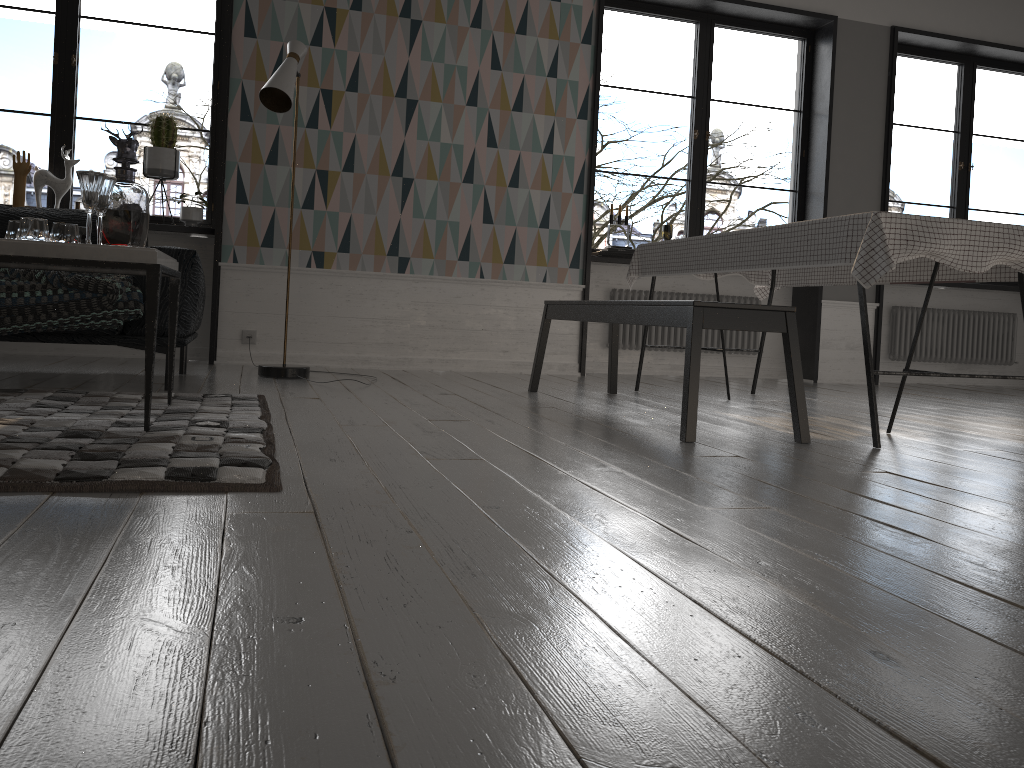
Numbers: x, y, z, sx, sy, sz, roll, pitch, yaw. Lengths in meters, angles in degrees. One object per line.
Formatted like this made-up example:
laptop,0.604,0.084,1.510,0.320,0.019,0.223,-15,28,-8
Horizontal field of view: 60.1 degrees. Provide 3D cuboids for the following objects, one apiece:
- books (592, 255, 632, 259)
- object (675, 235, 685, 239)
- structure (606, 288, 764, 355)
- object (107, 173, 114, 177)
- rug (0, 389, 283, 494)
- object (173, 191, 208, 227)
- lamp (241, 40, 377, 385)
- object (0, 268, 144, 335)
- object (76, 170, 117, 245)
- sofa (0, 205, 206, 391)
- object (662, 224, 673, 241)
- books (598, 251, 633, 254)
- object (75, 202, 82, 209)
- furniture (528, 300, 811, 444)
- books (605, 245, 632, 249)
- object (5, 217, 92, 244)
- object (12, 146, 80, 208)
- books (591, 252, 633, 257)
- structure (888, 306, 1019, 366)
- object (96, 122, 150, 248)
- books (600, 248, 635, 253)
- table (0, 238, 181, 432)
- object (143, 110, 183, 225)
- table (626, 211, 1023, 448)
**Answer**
books,0.678,-0.858,5.996,0.267,0.011,0.162,2,5,-14
object,1.245,-0.933,6.163,0.267,0.192,0.153,2,2,-17
structure,1.250,-0.438,6.321,1.222,0.427,0.149,2,1,-18
object,-2.350,-1.083,5.139,0.234,0.282,0.214,1,3,-43
rug,-1.926,0.091,2.278,2.524,0.034,1.776,2,5,-16
object,-1.867,-1.019,5.149,0.170,0.203,0.247,2,3,-14
lamp,-1.053,-0.903,4.763,0.679,1.700,1.250,3,2,-18
object,-1.853,-0.360,3.566,0.666,0.328,0.492,1,4,-21
object,-1.245,-0.512,2.644,0.082,0.227,0.168,3,2,-5
sofa,-2.515,-0.426,3.673,2.338,0.797,0.973,2,3,-17
object,1.012,-0.971,6.083,0.194,0.256,0.115,3,1,-7
books,0.689,-0.887,6.001,0.216,0.011,0.174,2,5,-11
object,-2.478,-0.988,5.046,0.123,0.099,0.123,3,3,6
furniture,0.550,-0.110,3.683,0.465,0.454,1.675,2,4,-17
books,0.720,-0.922,5.998,0.153,0.017,0.124,2,5,-15
object,-1.412,-0.456,2.740,0.246,0.087,0.280,0,5,-39
object,-2.484,-1.139,5.049,0.662,0.409,0.135,2,1,-15
books,0.679,-0.873,6.003,0.271,0.019,0.184,2,5,-17
structure,3.496,-0.375,6.988,1.222,0.427,0.149,2,1,-18
object,-1.250,-0.627,2.858,0.148,0.416,0.156,3,1,3
books,0.714,-0.902,6.001,0.198,0.022,0.163,2,5,-16
table,-1.742,-0.157,2.490,1.454,0.510,0.734,2,3,-17
object,-2.028,-1.259,5.121,0.229,0.669,0.235,4,1,44
table,1.305,-0.257,3.934,0.930,0.782,2.032,2,4,-17
